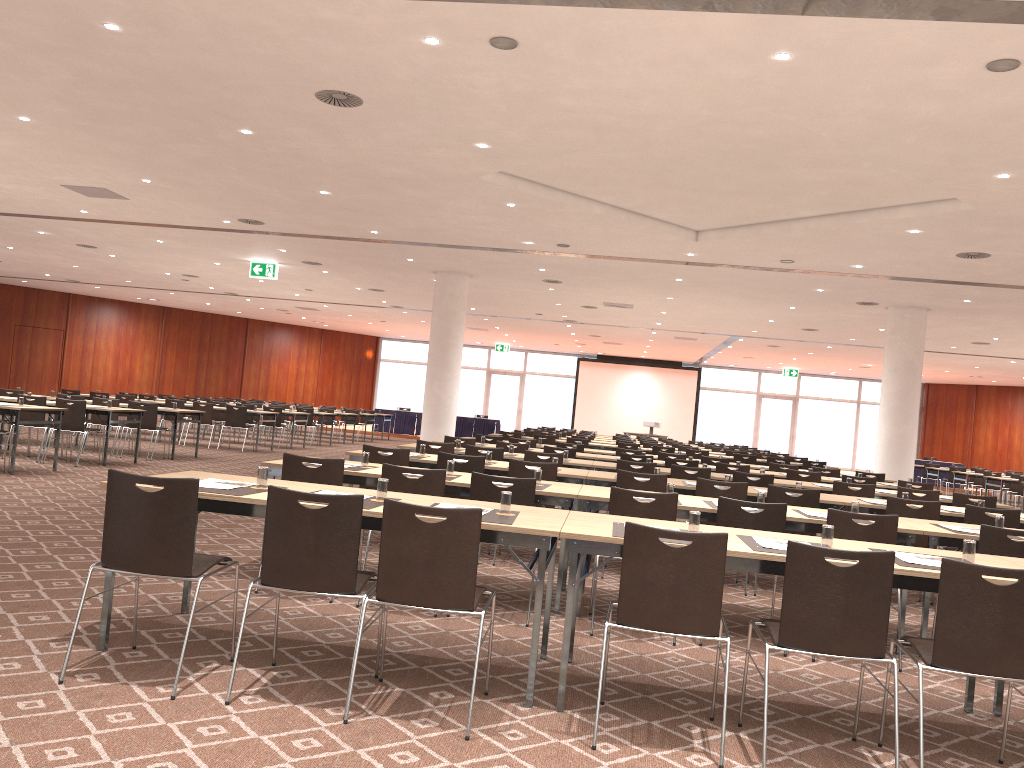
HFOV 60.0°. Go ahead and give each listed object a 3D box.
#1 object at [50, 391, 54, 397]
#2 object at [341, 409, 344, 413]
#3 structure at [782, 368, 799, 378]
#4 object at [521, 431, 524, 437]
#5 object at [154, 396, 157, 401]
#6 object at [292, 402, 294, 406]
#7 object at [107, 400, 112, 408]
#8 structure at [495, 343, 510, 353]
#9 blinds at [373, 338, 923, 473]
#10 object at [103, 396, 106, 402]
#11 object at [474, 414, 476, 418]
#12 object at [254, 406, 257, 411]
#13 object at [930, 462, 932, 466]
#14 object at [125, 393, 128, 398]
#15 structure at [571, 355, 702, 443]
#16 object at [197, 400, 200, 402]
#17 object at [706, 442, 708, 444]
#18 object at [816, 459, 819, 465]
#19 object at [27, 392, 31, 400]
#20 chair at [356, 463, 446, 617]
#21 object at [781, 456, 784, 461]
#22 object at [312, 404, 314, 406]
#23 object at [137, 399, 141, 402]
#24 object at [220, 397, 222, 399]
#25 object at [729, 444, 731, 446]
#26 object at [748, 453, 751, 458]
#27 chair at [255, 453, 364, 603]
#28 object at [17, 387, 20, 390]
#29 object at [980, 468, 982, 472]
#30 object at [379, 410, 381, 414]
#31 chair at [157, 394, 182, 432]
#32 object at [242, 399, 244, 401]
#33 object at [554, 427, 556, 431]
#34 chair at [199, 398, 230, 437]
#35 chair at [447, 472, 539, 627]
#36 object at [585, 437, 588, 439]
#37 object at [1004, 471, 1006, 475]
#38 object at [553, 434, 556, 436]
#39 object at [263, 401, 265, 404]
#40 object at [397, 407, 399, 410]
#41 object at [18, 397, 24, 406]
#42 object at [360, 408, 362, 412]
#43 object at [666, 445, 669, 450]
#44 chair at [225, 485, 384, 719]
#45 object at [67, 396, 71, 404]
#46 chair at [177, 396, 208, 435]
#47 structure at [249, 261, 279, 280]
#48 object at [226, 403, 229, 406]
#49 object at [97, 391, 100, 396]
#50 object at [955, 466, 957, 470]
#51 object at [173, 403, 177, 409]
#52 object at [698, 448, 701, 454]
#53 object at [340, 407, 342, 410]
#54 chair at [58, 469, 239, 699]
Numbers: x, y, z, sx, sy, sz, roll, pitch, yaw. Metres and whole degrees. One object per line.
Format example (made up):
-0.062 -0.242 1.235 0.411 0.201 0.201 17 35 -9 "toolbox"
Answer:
-8.070 0.177 15.573 0.054 0.114 0.054 4 -2 40 "object"
-4.728 0.751 24.733 0.054 0.114 0.054 5 -1 -5 "object"
10.995 -0.441 35.010 0.587 0.346 0.105 5 -1 7 "structure"
0.214 1.021 18.121 0.054 0.114 0.054 6 -1 -27 "object"
-7.664 0.315 19.049 0.054 0.114 0.054 4 -2 40 "object"
-7.171 0.647 29.039 0.054 0.114 0.054 6 -1 -27 "object"
-6.039 0.302 13.310 0.054 0.114 0.054 5 -1 -5 "object"
-0.396 -1.462 36.352 0.587 0.346 0.105 5 -1 7 "structure"
5.281 0.900 37.468 22.849 3.816 0.115 5 -1 7 "blinds"
-7.109 0.263 15.455 0.054 0.114 0.054 5 -1 -5 "object"
-1.321 1.140 31.737 0.054 0.114 0.054 5 -1 18 "object"
-5.429 0.515 18.771 0.054 0.114 0.054 6 -1 -27 "object"
12.612 2.422 26.721 0.054 0.114 0.054 5 -1 -5 "object"
-8.309 0.257 19.114 0.054 0.114 0.054 4 -2 40 "object"
5.175 0.666 37.104 5.158 3.525 0.395 5 -1 7 "structure"
-6.702 0.401 18.936 0.054 0.114 0.054 6 -1 -27 "object"
5.623 1.737 25.528 0.054 0.114 0.054 4 -2 40 "object"
5.999 1.540 17.423 0.054 0.114 0.054 6 -1 -27 "object"
-7.332 0.186 13.466 0.054 0.114 0.054 5 -1 -5 "object"
-0.673 1.018 6.036 0.535 0.939 0.614 5 -1 6 "chair"
5.344 1.481 17.505 0.054 0.114 0.054 4 -2 40 "object"
-6.516 0.706 28.970 0.054 0.114 0.054 6 -1 -27 "object"
-6.469 0.321 15.377 0.054 0.114 0.054 5 -1 -5 "object"
-8.260 0.434 25.146 0.054 0.114 0.054 6 -1 -27 "object"
6.257 1.794 25.453 0.054 0.114 0.054 4 -2 40 "object"
4.714 1.425 17.584 0.054 0.114 0.054 4 -2 40 "object"
-1.359 0.958 6.151 0.535 0.939 0.614 5 -1 8 "chair"
-8.705 0.120 15.637 0.054 0.114 0.054 4 -2 40 "object"
13.024 2.401 24.652 0.054 0.114 0.054 5 -1 -5 "object"
-4.277 0.907 28.707 0.054 0.114 0.054 5 -1 -5 "object"
-8.799 0.739 22.688 0.535 0.939 0.614 5 -1 8 "chair"
-7.614 0.492 25.070 0.054 0.114 0.054 6 -1 -27 "object"
1.356 1.412 28.037 0.054 0.114 0.054 6 -1 -27 "object"
-7.475 0.854 22.391 0.535 0.939 0.614 5 -1 4 "chair"
-0.074 1.073 6.000 0.535 0.939 0.614 5 -1 8 "chair"
1.505 1.137 17.953 0.054 0.114 0.054 4 -2 40 "object"
13.669 2.459 24.583 0.054 0.114 0.054 5 -1 -5 "object"
0.861 1.079 18.043 0.054 0.114 0.054 4 -2 40 "object"
-6.980 0.549 24.995 0.054 0.114 0.054 6 -1 -27 "object"
-4.134 0.888 32.068 0.054 0.114 0.054 5 -1 18 "object"
-6.268 0.223 11.325 0.054 0.114 0.054 5 -1 18 "object"
-4.913 0.850 28.779 0.054 0.114 0.054 5 -1 -5 "object"
3.112 1.281 17.771 0.054 0.114 0.054 6 -1 -27 "object"
-0.900 0.941 4.084 0.535 0.939 0.614 5 -1 4 "chair"
-6.696 0.243 13.394 0.054 0.114 0.054 5 -1 -5 "object"
-8.088 0.801 22.545 0.535 0.939 0.614 5 -1 9 "chair"
-5.278 -2.418 18.872 0.587 0.346 0.105 5 -1 7 "structure"
-6.058 0.459 18.858 0.054 0.114 0.054 6 -1 -27 "object"
-8.950 0.199 19.192 0.054 0.114 0.054 4 -2 40 "object"
12.385 2.344 24.732 0.054 0.114 0.054 5 -1 -5 "object"
-5.813 0.380 15.296 0.054 0.114 0.054 5 -1 -5 "object"
3.746 1.338 17.693 0.054 0.114 0.054 6 -1 -27 "object"
-5.554 0.792 28.853 0.054 0.114 0.054 5 -1 -5 "object"
-1.633 0.874 4.136 0.535 0.939 0.614 5 -1 7 "chair"
